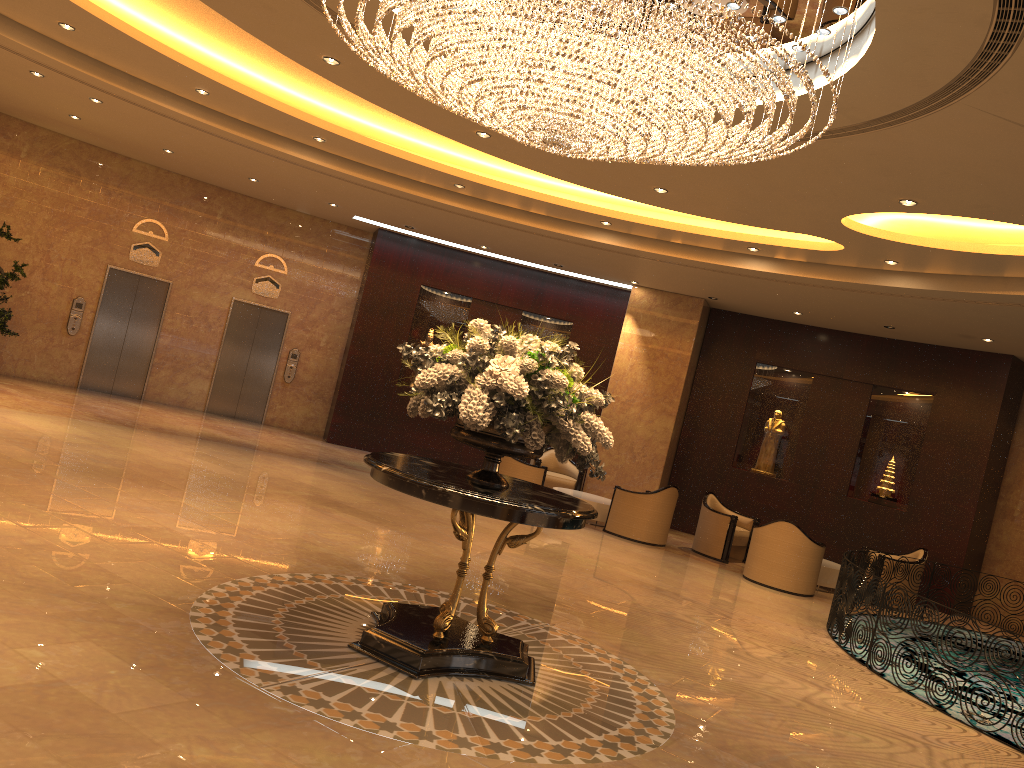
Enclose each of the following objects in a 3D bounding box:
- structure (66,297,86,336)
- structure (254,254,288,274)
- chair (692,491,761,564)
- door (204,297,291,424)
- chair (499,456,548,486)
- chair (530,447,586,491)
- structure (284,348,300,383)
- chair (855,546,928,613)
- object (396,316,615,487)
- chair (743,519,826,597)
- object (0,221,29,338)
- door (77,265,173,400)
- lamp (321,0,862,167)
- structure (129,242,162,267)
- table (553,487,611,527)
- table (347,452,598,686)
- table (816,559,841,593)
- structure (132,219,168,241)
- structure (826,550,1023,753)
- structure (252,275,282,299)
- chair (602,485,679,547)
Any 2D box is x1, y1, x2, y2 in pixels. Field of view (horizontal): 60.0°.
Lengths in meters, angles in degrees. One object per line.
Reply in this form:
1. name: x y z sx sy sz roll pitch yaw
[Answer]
1. structure: -7.247 -1.127 14.746 0.200 0.661 0.053 14 -1 -37
2. structure: -4.388 -2.232 16.267 0.600 0.293 0.010 14 -1 -23
3. chair: 3.200 2.159 13.379 0.769 0.916 0.951 13 -1 41
4. door: -4.854 -0.415 16.297 1.070 2.149 0.150 14 -1 -23
5. chair: 0.015 1.382 13.640 0.769 0.916 0.951 14 -1 -24
6. chair: 0.715 1.568 15.150 0.951 0.916 0.769 14 -1 -9
7. structure: -4.101 -0.340 16.513 0.200 0.661 0.053 14 -1 -19
8. chair: 5.431 2.698 12.676 0.769 0.916 0.951 14 -1 6
9. object: -0.064 0.115 5.499 1.318 0.999 1.277 14 -1 -28
10. chair: 3.606 2.242 11.757 0.951 0.916 0.769 13 -1 26
11. object: -7.812 -1.288 12.858 1.250 2.363 0.843 14 -1 -37
12. door: -6.662 -0.870 15.276 1.070 2.145 0.150 14 -1 -34
13. lamp: 0.421 -2.078 5.584 3.204 1.196 3.206 14 -1 -22
14. structure: -6.299 -2.250 15.257 0.504 0.405 0.012 14 -1 -34
15. table: 1.187 1.961 14.039 1.196 0.354 1.196 14 -1 -32
16. table: -0.313 1.128 5.525 1.493 1.089 1.493 14 -1 25
17. table: 4.236 2.696 12.882 1.196 0.354 1.196 14 -1 -31
18. structure: -6.192 -2.683 15.260 0.600 0.293 0.010 14 -1 -34
19. structure: 5.749 2.897 9.823 7.624 0.995 3.815 14 -1 -40
20. structure: -4.493 -1.798 16.265 0.504 0.405 0.012 14 -1 -23
21. chair: 1.991 1.860 13.137 0.951 0.916 0.769 14 -1 -44
